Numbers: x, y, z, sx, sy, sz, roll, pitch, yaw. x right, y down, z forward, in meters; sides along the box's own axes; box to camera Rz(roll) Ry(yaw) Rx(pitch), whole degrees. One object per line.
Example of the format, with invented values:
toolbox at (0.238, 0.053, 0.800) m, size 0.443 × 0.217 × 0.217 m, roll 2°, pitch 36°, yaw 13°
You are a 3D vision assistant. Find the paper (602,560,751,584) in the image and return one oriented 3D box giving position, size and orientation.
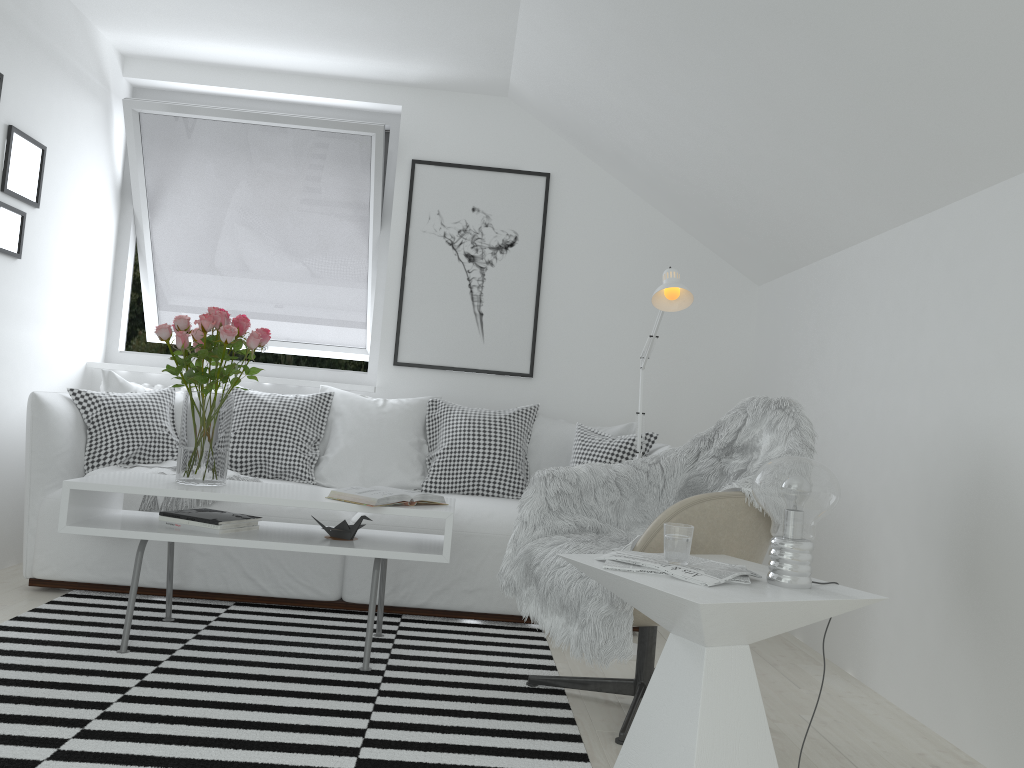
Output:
paper at (0.369, 0.410, 1.985) m, size 0.312 × 0.015 × 0.205 m, roll 4°, pitch -2°, yaw 12°

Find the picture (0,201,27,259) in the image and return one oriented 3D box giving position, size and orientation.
picture at (-2.016, -0.615, 3.553) m, size 0.017 × 0.194 × 0.218 m, roll 5°, pitch -2°, yaw -3°

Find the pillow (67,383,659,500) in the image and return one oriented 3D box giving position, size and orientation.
pillow at (-0.645, 0.273, 3.962) m, size 2.488 × 0.513 × 0.676 m, roll 5°, pitch -2°, yaw -1°

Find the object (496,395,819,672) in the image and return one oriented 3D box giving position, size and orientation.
object at (0.483, 0.395, 2.709) m, size 0.954 × 0.789 × 0.784 m, roll 6°, pitch -2°, yaw -22°

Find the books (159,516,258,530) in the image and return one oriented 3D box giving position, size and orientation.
books at (-1.009, 0.454, 2.954) m, size 0.254 × 0.014 × 0.191 m, roll 4°, pitch -2°, yaw 22°

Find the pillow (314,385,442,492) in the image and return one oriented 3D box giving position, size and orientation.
pillow at (-0.647, 0.275, 4.102) m, size 0.599 × 0.505 × 0.391 m, roll 5°, pitch -2°, yaw -3°

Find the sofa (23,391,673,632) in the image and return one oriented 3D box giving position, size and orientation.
sofa at (-0.666, 0.533, 3.912) m, size 2.647 × 0.768 × 0.917 m, roll 5°, pitch -2°, yaw -3°

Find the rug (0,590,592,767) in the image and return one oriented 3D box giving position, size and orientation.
rug at (-0.728, 0.850, 2.149) m, size 1.846 × 0.004 × 4.362 m, roll 5°, pitch -2°, yaw -3°

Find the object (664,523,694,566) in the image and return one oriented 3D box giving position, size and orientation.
object at (0.371, 0.359, 1.987) m, size 0.067 × 0.087 × 0.067 m, roll 5°, pitch -2°, yaw -5°

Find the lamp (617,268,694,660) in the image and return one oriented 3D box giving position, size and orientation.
lamp at (0.460, 0.298, 3.125) m, size 0.196 × 1.373 × 0.527 m, roll 5°, pitch -2°, yaw 2°

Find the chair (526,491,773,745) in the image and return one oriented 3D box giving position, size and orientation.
chair at (0.482, 0.502, 2.705) m, size 0.776 × 0.941 × 0.719 m, roll 6°, pitch -2°, yaw -28°

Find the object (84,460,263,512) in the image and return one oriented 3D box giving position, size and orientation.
object at (-1.353, 0.455, 3.767) m, size 0.670 × 0.291 × 0.831 m, roll 5°, pitch -2°, yaw -4°

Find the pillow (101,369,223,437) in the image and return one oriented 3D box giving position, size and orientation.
pillow at (-1.592, 0.204, 4.079) m, size 0.617 × 0.491 × 0.321 m, roll 6°, pitch -2°, yaw -29°

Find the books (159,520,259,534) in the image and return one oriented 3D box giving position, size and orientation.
books at (-1.007, 0.469, 2.951) m, size 0.259 × 0.014 × 0.191 m, roll 4°, pitch -2°, yaw 24°

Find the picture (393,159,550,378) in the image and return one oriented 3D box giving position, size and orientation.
picture at (-0.205, -0.596, 4.587) m, size 0.720 × 1.072 × 0.015 m, roll 5°, pitch -2°, yaw -3°

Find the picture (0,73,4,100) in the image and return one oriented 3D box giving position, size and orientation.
picture at (-1.959, -1.071, 3.254) m, size 0.021 × 0.236 × 0.275 m, roll 5°, pitch -2°, yaw -3°

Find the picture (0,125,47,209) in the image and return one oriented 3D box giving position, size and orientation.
picture at (-1.995, -0.883, 3.631) m, size 0.019 × 0.266 × 0.290 m, roll 5°, pitch -2°, yaw -3°

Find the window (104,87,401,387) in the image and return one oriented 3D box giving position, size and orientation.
window at (-3.876, -0.796, 6.529) m, size 12.055 × 8.137 × 4.514 m, roll 5°, pitch -2°, yaw -3°

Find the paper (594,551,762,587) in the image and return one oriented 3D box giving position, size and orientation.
paper at (0.369, 0.406, 1.986) m, size 0.205 × 0.024 × 0.312 m, roll 7°, pitch -3°, yaw -43°

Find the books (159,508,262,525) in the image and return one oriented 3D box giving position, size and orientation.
books at (-1.003, 0.442, 2.960) m, size 0.257 × 0.012 × 0.207 m, roll 4°, pitch -2°, yaw 25°

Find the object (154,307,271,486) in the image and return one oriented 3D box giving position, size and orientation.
object at (-1.017, 0.037, 2.977) m, size 0.350 × 0.599 × 0.327 m, roll 4°, pitch -2°, yaw 17°

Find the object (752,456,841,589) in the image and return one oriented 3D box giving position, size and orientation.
object at (0.610, 0.296, 1.922) m, size 0.185 × 0.279 × 0.185 m, roll 5°, pitch -2°, yaw -9°

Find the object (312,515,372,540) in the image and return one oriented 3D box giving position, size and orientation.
object at (-0.572, 0.470, 2.965) m, size 0.194 × 0.088 × 0.186 m, roll 5°, pitch -2°, yaw -14°

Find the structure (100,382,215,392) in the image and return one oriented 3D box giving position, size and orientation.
structure at (-1.237, 0.378, 4.457) m, size 1.655 × 0.660 × 0.206 m, roll 5°, pitch -2°, yaw -3°

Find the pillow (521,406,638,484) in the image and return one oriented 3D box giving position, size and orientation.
pillow at (0.281, 0.371, 4.133) m, size 0.623 × 0.498 × 0.333 m, roll 4°, pitch -2°, yaw 31°

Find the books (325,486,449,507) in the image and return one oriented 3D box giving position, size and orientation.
books at (-0.408, 0.370, 2.934) m, size 0.231 × 0.040 × 0.342 m, roll 3°, pitch -3°, yaw 39°
